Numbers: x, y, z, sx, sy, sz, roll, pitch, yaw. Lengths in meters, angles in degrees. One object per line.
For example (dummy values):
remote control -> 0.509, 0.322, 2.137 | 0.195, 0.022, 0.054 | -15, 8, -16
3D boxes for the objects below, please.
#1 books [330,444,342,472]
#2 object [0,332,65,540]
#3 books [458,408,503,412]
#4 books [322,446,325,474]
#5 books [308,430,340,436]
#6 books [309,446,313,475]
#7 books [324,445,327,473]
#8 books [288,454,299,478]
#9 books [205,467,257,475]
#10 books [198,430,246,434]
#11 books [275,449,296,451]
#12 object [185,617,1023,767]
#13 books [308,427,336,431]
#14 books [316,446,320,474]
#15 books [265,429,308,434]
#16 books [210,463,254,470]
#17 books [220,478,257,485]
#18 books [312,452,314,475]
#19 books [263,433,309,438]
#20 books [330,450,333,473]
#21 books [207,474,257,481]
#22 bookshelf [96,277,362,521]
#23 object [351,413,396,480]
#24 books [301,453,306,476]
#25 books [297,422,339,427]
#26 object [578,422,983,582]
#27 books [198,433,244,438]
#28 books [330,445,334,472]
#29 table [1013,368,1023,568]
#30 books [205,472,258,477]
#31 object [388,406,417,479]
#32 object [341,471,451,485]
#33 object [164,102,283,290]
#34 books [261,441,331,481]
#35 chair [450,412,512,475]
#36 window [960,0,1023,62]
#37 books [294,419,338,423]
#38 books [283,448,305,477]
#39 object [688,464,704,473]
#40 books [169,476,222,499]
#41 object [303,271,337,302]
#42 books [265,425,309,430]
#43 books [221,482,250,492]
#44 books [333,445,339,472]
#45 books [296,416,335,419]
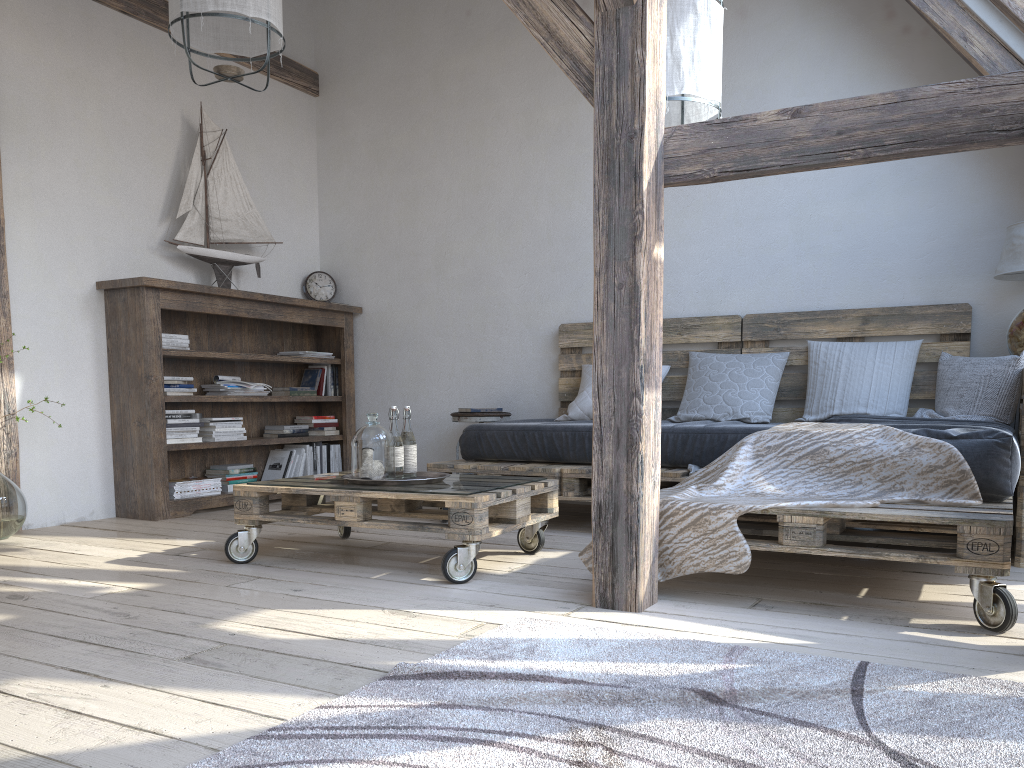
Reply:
books -> -1.157, 0.496, 5.629 | 0.157, 0.223, 0.035 | 2, 6, 29
object -> -2.196, 0.106, 3.831 | 0.275, 1.131, 0.510 | 1, 5, 16
books -> -0.178, 0.146, 4.952 | 0.204, 0.021, 0.149 | 0, -1, -32
books -> -1.233, 0.494, 5.494 | 0.157, 0.222, 0.017 | 2, 6, 29
books -> -1.220, 0.306, 5.521 | 0.218, 0.031, 0.161 | -1, -1, 22
books -> -1.287, 0.492, 5.398 | 0.157, 0.222, 0.017 | 2, 6, 29
books -> -1.232, 0.495, 5.536 | 0.157, 0.222, 0.021 | 2, 6, 29
books -> -1.357, 0.511, 5.289 | 0.139, 0.177, 0.093 | 2, 5, 29
books -> -1.581, 0.487, 4.953 | 0.174, 0.025, 0.220 | -1, -1, 24
books -> -1.602, 0.263, 4.838 | 0.157, 0.017, 0.218 | -1, -1, 34
books -> -1.392, 0.496, 5.293 | 0.157, 0.208, 0.106 | 2, 5, 29
object -> 0.190, 0.564, 0.453 | 2.185, 0.057, 3.172 | -1, -1, 30
books -> -1.229, 0.279, 5.516 | 0.204, 0.021, 0.149 | -1, -1, 18
books -> -1.258, 0.493, 5.462 | 0.157, 0.222, 0.021 | 2, 6, 29
books -> -1.360, 0.284, 5.303 | 0.159, 0.023, 0.210 | -1, -1, 29
books -> -1.574, 0.465, 4.954 | 0.132, 0.021, 0.198 | -1, -1, 28
books -> -1.571, 0.544, 4.945 | 0.157, 0.021, 0.223 | -1, -1, 25
books -> -1.279, 0.509, 5.416 | 0.139, 0.187, 0.018 | 2, 6, 29
books -> -1.362, 0.308, 5.299 | 0.151, 0.024, 0.227 | -1, -1, 38
books -> -1.193, 0.512, 5.569 | 0.139, 0.187, 0.018 | 2, 6, 29
books -> -1.571, 0.523, 4.942 | 0.157, 0.021, 0.223 | -1, -1, 30
bookshelf -> -1.490, 0.098, 4.996 | 0.347, 1.185, 1.615 | 3, 3, 29
object -> -0.496, 0.226, 3.143 | 0.156, 0.249, 0.154 | 0, 4, -2
books -> -1.319, 0.509, 5.345 | 0.139, 0.185, 0.065 | 2, 6, 29
books -> -1.219, 0.256, 5.520 | 0.161, 0.026, 0.202 | -1, -1, 37
object -> 0.791, 0.361, 2.622 | 1.007, 0.478, 0.807 | 0, 1, -31
books -> -1.612, 0.280, 4.826 | 0.157, 0.017, 0.218 | -1, -1, 29
books -> -1.199, 0.495, 5.594 | 0.157, 0.222, 0.021 | 2, 6, 29
table -> 2.271, 0.285, 3.277 | 0.673, 0.708, 1.011 | 1, 2, 29
books -> -1.579, 0.507, 4.955 | 0.173, 0.013, 0.229 | -1, -1, 32
object -> -0.415, 0.217, 3.285 | 0.071, 0.270, 0.152 | 3, 5, 29
object -> -0.421, 0.343, 3.201 | 0.393, 0.022, 0.393 | 1, -1, -41
object -> -1.564, -0.992, 4.810 | 0.140, 1.002, 0.785 | 4, 5, 34
books -> -1.321, 0.479, 5.392 | 0.201, 0.251, 0.409 | 2, 2, 30
chair -> -0.173, 0.419, 5.003 | 0.353, 0.526, 0.351 | 2, 5, 33
window -> 1.607, -1.619, 3.138 | 1.094, 1.289, 0.849 | 1, 4, 29
books -> -1.228, 0.231, 5.514 | 0.157, 0.021, 0.218 | -1, -1, 33
books -> -1.339, 0.494, 5.316 | 0.157, 0.214, 0.089 | 2, 5, 29
object -> 0.930, 0.458, 3.427 | 0.504, 0.279, 0.704 | 0, 0, 14
books -> -1.728, 0.545, 4.645 | 0.237, 0.089, 0.315 | 0, -1, 29
object -> -1.220, -0.610, 5.591 | 0.204, 0.212, 0.081 | -1, 5, -24
books -> -1.358, 0.261, 5.303 | 0.152, 0.024, 0.227 | -1, -1, 25
books -> -1.573, 0.574, 4.947 | 0.173, 0.039, 0.222 | -1, -1, 29
books -> -1.172, 0.496, 5.605 | 0.157, 0.222, 0.021 | 2, 6, 29
books -> -1.238, 0.211, 5.536 | 0.142, 0.019, 0.201 | -1, -1, 29
